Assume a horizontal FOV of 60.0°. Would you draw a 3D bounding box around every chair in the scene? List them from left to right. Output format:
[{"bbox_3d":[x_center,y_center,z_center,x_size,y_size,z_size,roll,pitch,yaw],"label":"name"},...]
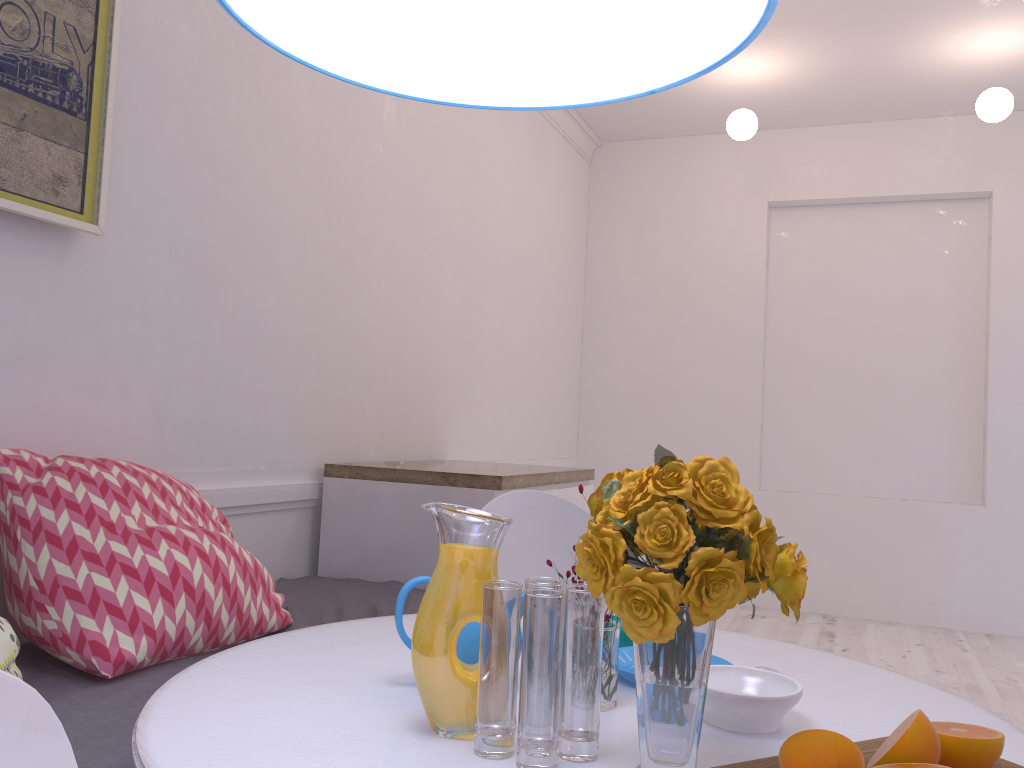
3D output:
[{"bbox_3d":[-0.113,0.588,0.525,0.483,0.845,0.604,4,-3,-23],"label":"chair"},{"bbox_3d":[0.146,0.676,1.955,0.604,0.845,0.483,5,-4,-33],"label":"chair"}]

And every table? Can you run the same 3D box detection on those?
[{"bbox_3d":[0.089,0.740,1.185,1.140,0.629,1.140,5,-4,-39],"label":"table"}]

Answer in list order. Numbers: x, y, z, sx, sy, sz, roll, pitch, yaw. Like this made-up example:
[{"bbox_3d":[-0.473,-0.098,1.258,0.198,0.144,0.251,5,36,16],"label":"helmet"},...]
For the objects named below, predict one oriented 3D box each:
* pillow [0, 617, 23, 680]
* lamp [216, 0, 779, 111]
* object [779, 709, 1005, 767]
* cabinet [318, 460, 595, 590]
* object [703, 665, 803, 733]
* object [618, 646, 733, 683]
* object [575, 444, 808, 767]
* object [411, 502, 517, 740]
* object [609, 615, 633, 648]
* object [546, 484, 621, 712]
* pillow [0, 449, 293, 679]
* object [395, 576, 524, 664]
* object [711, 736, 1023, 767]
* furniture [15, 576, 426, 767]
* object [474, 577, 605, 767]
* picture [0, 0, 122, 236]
[{"bbox_3d":[-1.078,0.315,1.331,0.509,0.447,0.592,1,-3,27],"label":"pillow"},{"bbox_3d":[0.026,-1.350,0.950,0.568,1.948,0.568,5,-4,-34],"label":"lamp"},{"bbox_3d":[0.396,0.362,0.859,0.285,0.075,0.129,5,-4,-32],"label":"object"},{"bbox_3d":[-0.166,0.734,3.355,0.654,0.842,1.036,2,-3,22],"label":"cabinet"},{"bbox_3d":[0.296,0.406,1.141,0.147,0.052,0.147,4,-3,-26],"label":"object"},{"bbox_3d":[0.234,0.427,1.326,0.196,0.023,0.196,2,-3,9],"label":"object"},{"bbox_3d":[0.173,0.240,0.930,0.234,0.351,0.235,4,-3,-13],"label":"object"},{"bbox_3d":[-0.056,0.277,1.054,0.116,0.267,0.094,6,-4,-41],"label":"object"},{"bbox_3d":[0.182,0.418,1.484,0.088,0.043,0.088,1,-3,29],"label":"object"},{"bbox_3d":[0.106,0.282,1.198,0.128,0.287,0.128,2,-3,23],"label":"object"},{"bbox_3d":[-0.824,0.365,1.964,0.491,0.424,0.587,2,-3,24],"label":"pillow"},{"bbox_3d":[-0.062,0.343,1.231,0.156,0.151,0.150,1,-3,25],"label":"object"},{"bbox_3d":[0.394,0.412,0.883,0.347,0.024,0.224,4,-3,-28],"label":"object"},{"bbox_3d":[-0.948,0.754,1.282,0.769,0.508,3.296,2,-3,22],"label":"furniture"},{"bbox_3d":[0.031,0.318,0.989,0.122,0.186,0.101,5,-4,-38],"label":"object"},{"bbox_3d":[-1.134,-0.696,1.661,0.020,0.629,0.971,2,-3,22],"label":"picture"}]
